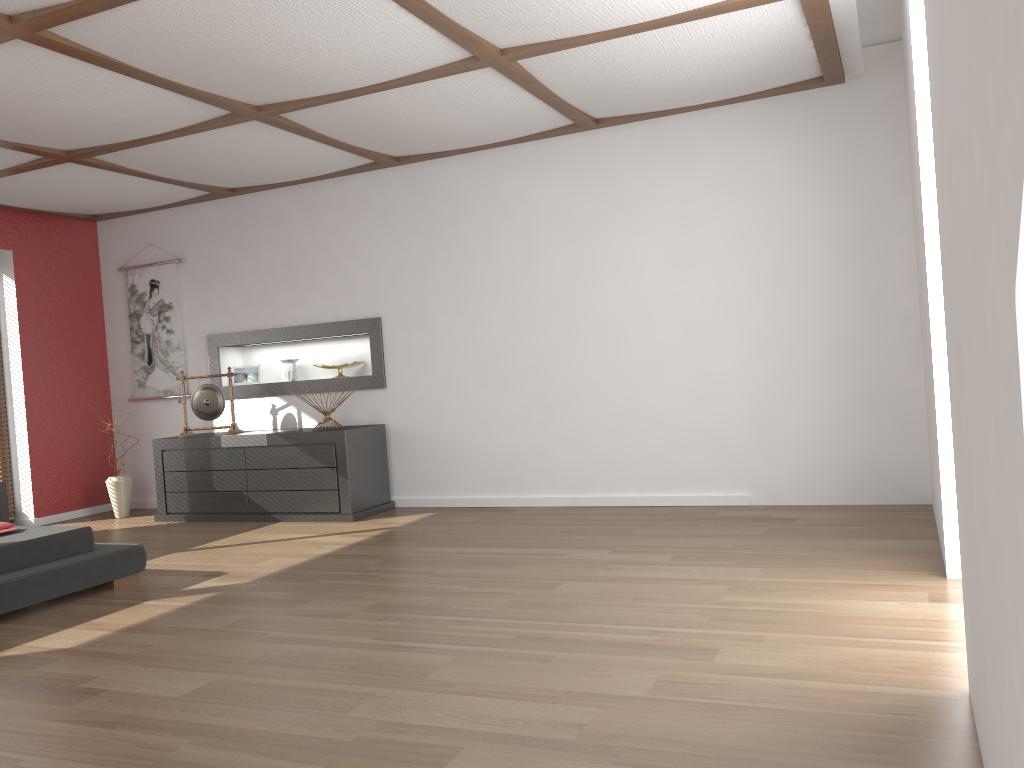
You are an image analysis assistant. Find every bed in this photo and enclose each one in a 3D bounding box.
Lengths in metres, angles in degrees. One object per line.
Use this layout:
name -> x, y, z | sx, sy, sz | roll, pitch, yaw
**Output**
bed -> -3.448, 0.829, 3.828 | 2.413, 0.577, 2.469 | -4, 1, 24

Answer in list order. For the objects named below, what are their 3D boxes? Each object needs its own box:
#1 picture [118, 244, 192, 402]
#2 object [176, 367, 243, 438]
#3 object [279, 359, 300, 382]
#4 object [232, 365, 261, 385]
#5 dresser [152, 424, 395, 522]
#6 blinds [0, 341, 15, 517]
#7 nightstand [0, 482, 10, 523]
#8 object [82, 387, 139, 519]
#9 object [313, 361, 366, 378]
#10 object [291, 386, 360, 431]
picture -> -2.898, -0.506, 7.198 | 0.701, 1.270, 0.028 | -4, 1, 24
object -> -2.264, 0.132, 6.606 | 0.490, 0.498, 0.173 | -4, 1, 9
object -> -1.716, -0.104, 6.874 | 0.159, 0.171, 0.159 | -4, 1, -17
object -> -2.098, -0.071, 7.007 | 0.226, 0.146, 0.041 | -4, 1, 4
dresser -> -1.758, 0.648, 6.434 | 1.740, 0.608, 0.540 | -4, 1, 24
blinds -> -4.851, 0.138, 4.553 | 0.032, 1.952, 4.840 | -4, 1, 24
nightstand -> -3.701, 0.895, 5.725 | 0.413, 0.423, 0.700 | -4, 1, 24
object -> -3.098, 0.526, 6.848 | 0.364, 1.035, 0.422 | -4, 1, -1
object -> -1.293, -0.103, 6.671 | 0.350, 0.116, 0.181 | -4, 1, 14
object -> -1.294, 0.174, 6.196 | 0.481, 0.282, 0.481 | -4, 1, -10
